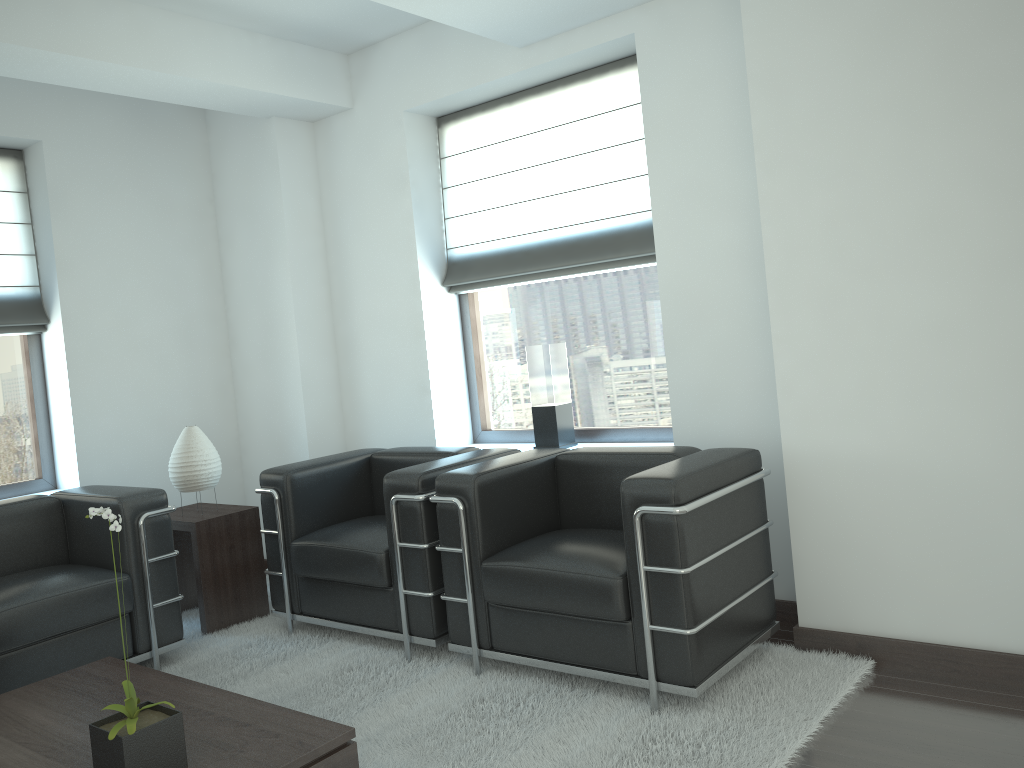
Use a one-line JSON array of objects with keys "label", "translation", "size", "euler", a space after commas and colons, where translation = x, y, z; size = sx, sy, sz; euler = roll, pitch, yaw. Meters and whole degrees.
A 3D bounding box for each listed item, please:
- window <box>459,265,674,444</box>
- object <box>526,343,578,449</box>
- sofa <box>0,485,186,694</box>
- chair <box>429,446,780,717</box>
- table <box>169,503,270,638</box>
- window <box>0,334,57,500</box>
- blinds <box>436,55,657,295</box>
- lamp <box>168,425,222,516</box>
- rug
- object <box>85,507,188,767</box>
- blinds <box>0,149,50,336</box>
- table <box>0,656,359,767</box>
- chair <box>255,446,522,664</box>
[{"label": "window", "translation": [0.416, -0.914, 6.818], "size": [2.129, 2.730, 0.146], "euler": [-4, 2, 39]}, {"label": "object", "translation": [0.289, 0.091, 6.617], "size": [0.243, 0.776, 0.239], "euler": [-5, 2, 39]}, {"label": "sofa", "translation": [-3.575, 1.425, 4.671], "size": [1.122, 1.169, 3.484], "euler": [-4, 3, 39]}, {"label": "chair", "translation": [0.510, 1.003, 5.001], "size": [1.644, 1.170, 1.126], "euler": [-4, 3, 39]}, {"label": "table", "translation": [-2.308, 1.374, 6.629], "size": [0.785, 0.844, 0.527], "euler": [-4, 2, 39]}, {"label": "window", "translation": [-4.389, -0.422, 6.513], "size": [0.146, 2.730, 1.704], "euler": [-5, 2, 39]}, {"label": "blinds", "translation": [0.252, -1.522, 6.673], "size": [2.120, 1.475, 0.223], "euler": [-4, 2, 39]}, {"label": "lamp", "translation": [-2.345, 0.631, 6.566], "size": [0.375, 0.654, 0.374], "euler": [-6, 2, -22]}, {"label": "rug", "translation": [-2.025, 1.868, 3.830], "size": [5.162, 0.110, 6.265], "euler": [-3, 4, 39]}, {"label": "object", "translation": [-1.420, 0.928, 3.224], "size": [0.335, 0.991, 0.253], "euler": [-5, 1, 39]}, {"label": "blinds", "translation": [-4.323, -1.054, 6.408], "size": [0.222, 1.475, 1.690], "euler": [-5, 2, 39]}, {"label": "table", "translation": [-1.933, 1.695, 3.286], "size": [1.918, 0.441, 1.940], "euler": [-3, 4, 39]}, {"label": "chair", "translation": [-0.799, 1.080, 6.057], "size": [1.644, 1.170, 1.126], "euler": [-4, 3, 39]}]
